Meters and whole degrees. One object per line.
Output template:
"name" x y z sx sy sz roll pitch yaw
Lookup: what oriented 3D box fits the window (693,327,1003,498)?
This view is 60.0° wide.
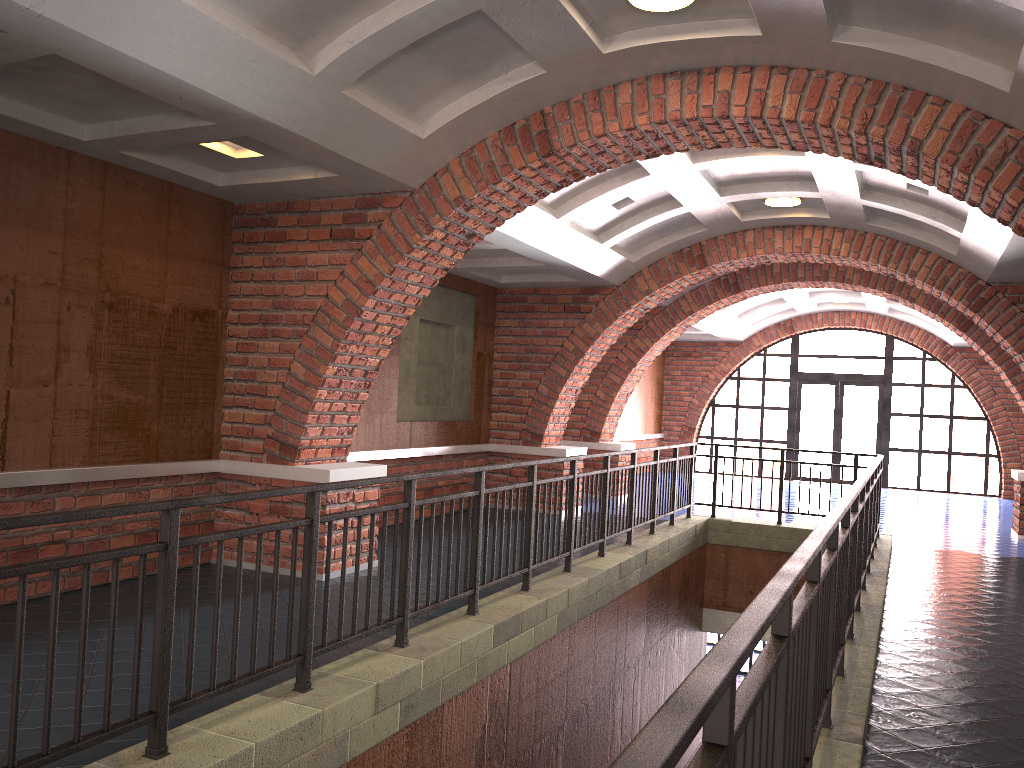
"window" 7.159 0.485 19.270 6.353 3.471 0.100 3 -1 24

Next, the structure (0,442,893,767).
"structure" 1.044 3.426 5.953 2.464 5.665 11.176 3 -1 24

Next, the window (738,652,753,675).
"window" 6.932 4.877 19.193 6.353 3.471 0.100 3 -1 24

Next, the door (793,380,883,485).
"door" 7.084 1.050 19.287 1.754 2.236 0.040 3 -1 24

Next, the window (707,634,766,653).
"window" 7.758 4.949 21.035 6.353 3.471 0.100 3 -1 24
